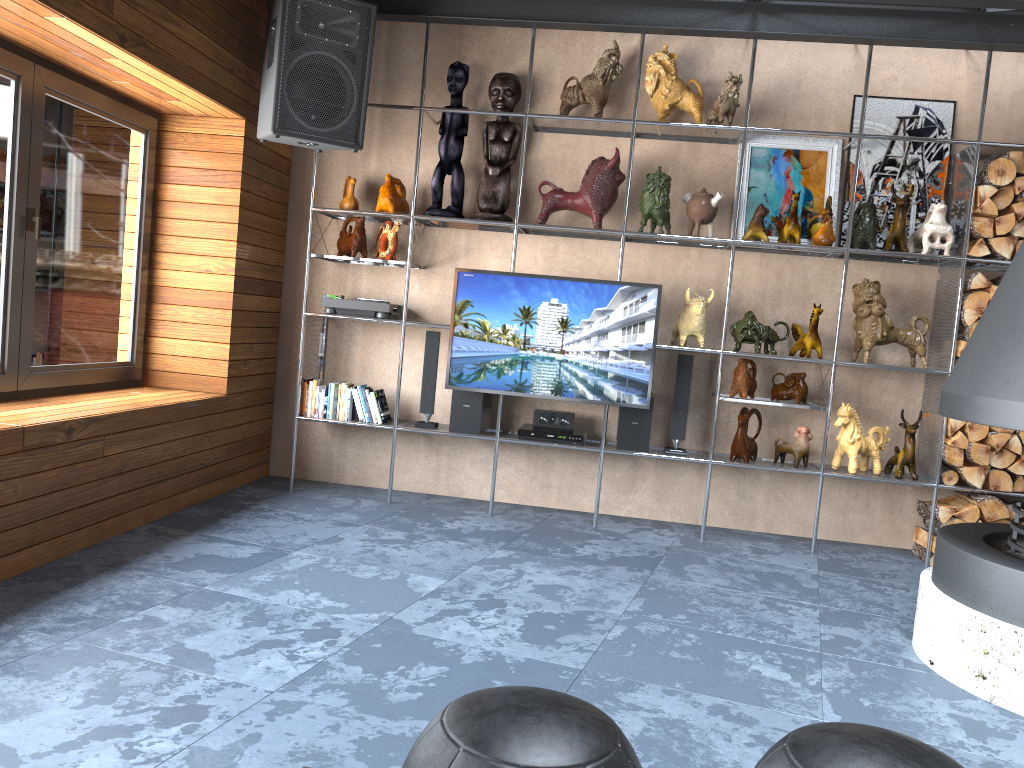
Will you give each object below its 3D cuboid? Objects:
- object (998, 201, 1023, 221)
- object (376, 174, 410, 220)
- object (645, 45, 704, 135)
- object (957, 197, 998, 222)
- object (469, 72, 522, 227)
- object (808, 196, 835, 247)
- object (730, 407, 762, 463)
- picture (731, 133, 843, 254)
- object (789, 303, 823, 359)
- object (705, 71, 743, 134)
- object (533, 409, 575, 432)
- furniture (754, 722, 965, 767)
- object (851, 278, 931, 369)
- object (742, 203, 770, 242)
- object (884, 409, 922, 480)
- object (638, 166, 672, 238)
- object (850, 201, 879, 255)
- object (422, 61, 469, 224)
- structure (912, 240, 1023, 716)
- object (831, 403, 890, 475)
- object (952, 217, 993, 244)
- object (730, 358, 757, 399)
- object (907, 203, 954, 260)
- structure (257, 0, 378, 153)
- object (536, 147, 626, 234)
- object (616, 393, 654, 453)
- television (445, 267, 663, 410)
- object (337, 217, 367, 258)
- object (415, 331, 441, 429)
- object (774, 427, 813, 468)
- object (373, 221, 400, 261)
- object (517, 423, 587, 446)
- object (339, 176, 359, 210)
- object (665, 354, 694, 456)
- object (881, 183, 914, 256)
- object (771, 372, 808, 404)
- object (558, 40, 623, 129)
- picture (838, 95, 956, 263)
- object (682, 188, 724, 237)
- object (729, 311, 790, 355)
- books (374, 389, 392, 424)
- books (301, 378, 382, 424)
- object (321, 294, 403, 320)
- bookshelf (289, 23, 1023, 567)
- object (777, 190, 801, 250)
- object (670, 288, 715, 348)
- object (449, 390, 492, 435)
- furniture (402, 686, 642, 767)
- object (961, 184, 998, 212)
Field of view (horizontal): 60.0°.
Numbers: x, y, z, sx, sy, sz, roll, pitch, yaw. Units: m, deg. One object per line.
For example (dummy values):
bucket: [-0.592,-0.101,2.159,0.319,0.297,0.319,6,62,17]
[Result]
object: [2.537,-0.858,4.512,0.107,0.098,0.330,6,4,11]
object: [-0.649,-1.032,4.905,0.138,0.222,0.278,6,4,17]
object: [0.877,-1.581,4.759,0.328,0.458,0.215,6,4,12]
object: [2.363,-0.873,4.519,0.107,0.110,0.331,6,4,9]
object: [-0.073,-1.293,4.858,0.237,0.840,0.305,6,4,9]
object: [1.625,-0.835,4.614,0.123,0.270,0.227,6,4,7]
object: [1.239,0.269,4.705,0.114,0.290,0.249,8,5,32]
picture: [1.483,-1.036,4.797,0.544,0.625,0.136,6,4,7]
object: [1.549,-0.281,4.678,0.097,0.290,0.290,4,4,-13]
object: [1.109,-1.455,4.598,0.131,0.280,0.208,4,4,-11]
object: [0.230,0.200,4.868,0.223,0.101,0.080,6,4,7]
furniture: [0.534,0.767,1.341,0.401,0.462,0.402,7,4,27]
object: [1.968,-0.318,4.619,0.405,0.451,0.210,5,4,-1]
object: [1.291,-0.837,4.688,0.137,0.207,0.272,6,4,11]
object: [2.041,0.310,4.611,0.116,0.358,0.198,5,4,-1]
object: [0.765,-0.958,4.677,0.167,0.356,0.255,7,4,26]
object: [1.829,-0.807,4.610,0.126,0.249,0.253,6,4,12]
object: [-0.339,-1.340,4.867,0.244,0.879,0.244,8,5,35]
structure: [2.512,-1.788,2.810,1.689,5.699,1.197,6,4,7]
object: [1.831,0.285,4.654,0.375,0.363,0.170,3,4,-27]
object: [2.339,-0.781,4.524,0.110,0.109,0.321,6,4,6]
object: [1.241,-0.029,4.714,0.108,0.214,0.217,8,4,32]
object: [2.148,-0.788,4.555,0.151,0.280,0.314,6,4,5]
structure: [-0.986,-1.519,4.337,0.461,0.735,0.488,3,5,-33]
object: [0.369,-1.041,4.738,0.462,0.440,0.219,6,4,7]
object: [0.667,0.198,4.839,0.175,0.303,0.343,6,4,7]
television: [0.210,-0.241,4.622,1.075,0.638,0.115,6,4,7]
object: [-0.897,-0.817,4.955,0.116,0.229,0.233,2,5,-43]
object: [-0.451,-0.027,4.919,0.112,0.533,0.112,6,4,7]
object: [1.471,0.324,4.676,0.212,0.220,0.119,9,5,41]
object: [-0.698,-0.793,4.935,0.060,0.223,0.267,2,5,-37]
object: [0.224,0.278,4.878,0.360,0.058,0.325,6,4,7]
object: [-0.897,-1.056,4.931,0.107,0.209,0.233,5,4,-6]
object: [0.903,0.107,4.753,0.112,0.533,0.112,6,4,7]
object: [1.985,-0.843,4.563,0.116,0.358,0.198,6,4,14]
object: [1.458,0.014,4.666,0.105,0.168,0.210,2,5,-43]
object: [0.427,-1.615,4.775,0.328,0.442,0.207,5,4,0]
picture: [2.057,-1.101,4.748,0.529,0.863,0.090,6,4,7]
object: [0.990,-0.891,4.641,0.237,0.266,0.164,7,4,24]
object: [1.287,-0.273,4.688,0.192,0.221,0.403,9,5,44]
books: [-0.720,0.124,4.950,0.081,0.185,0.138,6,4,7]
books: [-0.927,0.093,4.960,0.461,0.208,0.139,6,4,7]
object: [-0.842,-0.434,4.976,0.404,0.114,0.320,6,4,7]
bookshelf: [4.368,-1.980,4.260,10.738,6.219,0.421,6,4,7]
object: [1.462,-0.859,4.655,0.097,0.290,0.290,6,4,5]
object: [0.942,-0.352,4.701,0.154,0.309,0.325,5,4,-8]
object: [-0.225,0.110,4.948,0.175,0.303,0.343,6,4,7]
furniture: [0.011,0.718,1.370,0.402,0.462,0.401,2,5,-43]
object: [2.370,-0.938,4.507,0.097,0.120,0.308,6,4,12]
